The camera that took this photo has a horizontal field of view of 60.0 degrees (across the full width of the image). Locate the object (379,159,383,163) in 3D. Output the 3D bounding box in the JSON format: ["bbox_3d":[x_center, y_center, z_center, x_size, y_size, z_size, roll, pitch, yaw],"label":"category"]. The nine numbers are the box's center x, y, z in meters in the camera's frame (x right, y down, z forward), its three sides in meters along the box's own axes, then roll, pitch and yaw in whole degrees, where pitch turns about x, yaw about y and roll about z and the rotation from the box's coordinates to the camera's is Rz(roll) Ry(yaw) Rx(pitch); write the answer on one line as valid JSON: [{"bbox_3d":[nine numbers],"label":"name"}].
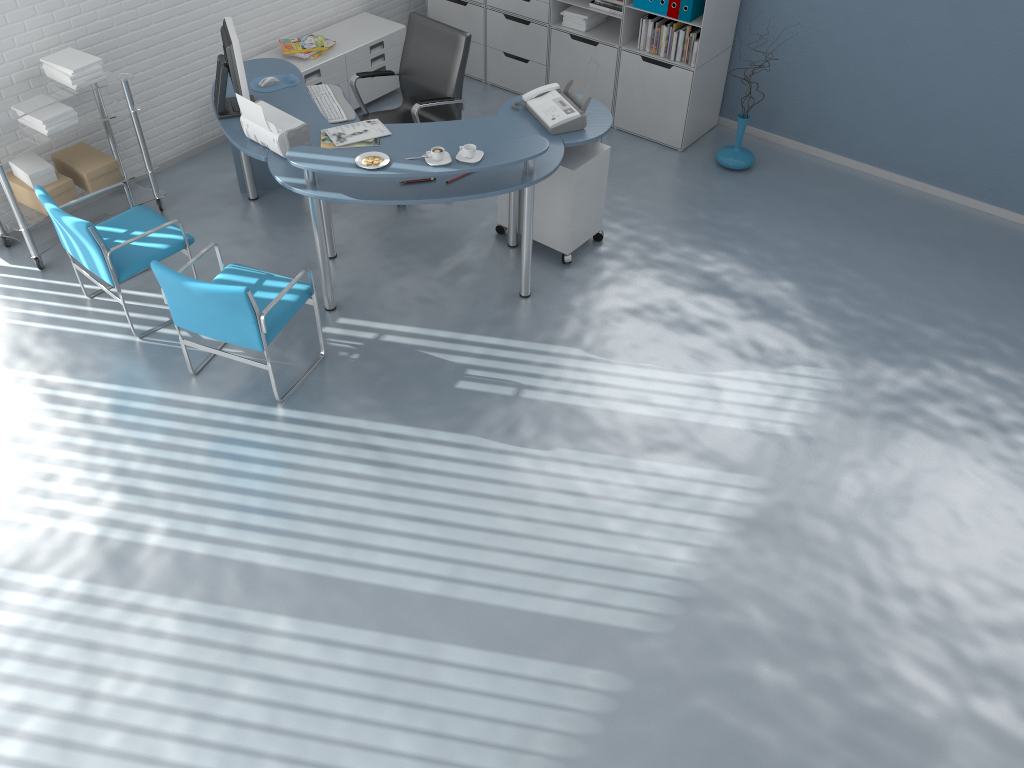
[{"bbox_3d":[-0.611,-1.035,4.112,0.025,0.005,0.027,19,46,18],"label":"object"}]

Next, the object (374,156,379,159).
[{"bbox_3d":[-0.632,-1.054,4.132,0.027,0.005,0.025,4,43,2],"label":"object"}]

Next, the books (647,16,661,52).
[{"bbox_3d":[0.946,-2.314,5.857,0.022,0.198,0.157,28,49,26],"label":"books"}]

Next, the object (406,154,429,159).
[{"bbox_3d":[-0.439,-1.060,4.136,0.119,0.021,0.025,-3,43,-5],"label":"object"}]

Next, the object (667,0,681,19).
[{"bbox_3d":[1.072,-2.458,5.589,0.082,0.247,0.181,28,49,26],"label":"object"}]

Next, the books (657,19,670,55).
[{"bbox_3d":[1.013,-2.281,5.827,0.032,0.193,0.146,28,49,26],"label":"books"}]

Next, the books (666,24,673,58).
[{"bbox_3d":[1.060,-2.256,5.794,0.017,0.203,0.155,28,49,26],"label":"books"}]

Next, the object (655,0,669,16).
[{"bbox_3d":[1.006,-2.493,5.625,0.082,0.247,0.181,28,49,26],"label":"object"}]

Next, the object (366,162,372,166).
[{"bbox_3d":[-0.658,-1.016,4.090,0.027,0.005,0.025,-10,44,-12],"label":"object"}]

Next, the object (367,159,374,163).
[{"bbox_3d":[-0.654,-1.031,4.100,0.027,0.005,0.025,32,51,29],"label":"object"}]

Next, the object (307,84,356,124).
[{"bbox_3d":[-1.055,-1.577,4.978,0.276,0.028,0.478,-15,45,-17],"label":"object"}]

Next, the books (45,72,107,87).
[{"bbox_3d":[-2.368,-1.685,4.815,0.270,0.015,0.190,26,48,24],"label":"books"}]

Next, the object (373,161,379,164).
[{"bbox_3d":[-0.627,-1.022,4.091,0.025,0.005,0.027,12,44,12],"label":"object"}]

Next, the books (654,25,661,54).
[{"bbox_3d":[0.989,-2.282,5.842,0.021,0.172,0.157,28,49,26],"label":"books"}]

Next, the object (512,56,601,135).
[{"bbox_3d":[0.249,-1.563,4.715,0.399,0.280,0.405,-15,45,-17],"label":"object"}]

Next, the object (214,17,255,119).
[{"bbox_3d":[-1.486,-1.642,4.650,0.212,0.417,0.365,-13,45,-15],"label":"object"}]

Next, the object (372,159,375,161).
[{"bbox_3d":[-0.641,-1.037,4.113,0.027,0.005,0.025,16,45,16],"label":"object"}]

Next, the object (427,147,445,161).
[{"bbox_3d":[-0.350,-1.067,4.118,0.078,0.049,0.062,20,46,19],"label":"object"}]

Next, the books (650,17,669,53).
[{"bbox_3d":[0.968,-2.304,5.843,0.032,0.203,0.157,28,49,26],"label":"books"}]

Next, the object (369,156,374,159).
[{"bbox_3d":[-0.652,-1.053,4.123,0.025,0.005,0.027,-4,43,-6],"label":"object"}]

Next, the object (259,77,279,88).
[{"bbox_3d":[-1.371,-1.709,5.002,0.115,0.035,0.054,-32,52,-30],"label":"object"}]

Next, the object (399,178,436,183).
[{"bbox_3d":[-0.453,-0.976,4.259,0.178,0.013,0.013,-9,44,-11],"label":"object"}]

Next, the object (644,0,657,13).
[{"bbox_3d":[0.939,-2.528,5.661,0.082,0.247,0.181,28,49,26],"label":"object"}]

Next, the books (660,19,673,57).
[{"bbox_3d":[1.035,-2.270,5.798,0.038,0.217,0.166,28,49,26],"label":"books"}]

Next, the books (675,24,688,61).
[{"bbox_3d":[1.125,-2.221,5.758,0.040,0.203,0.157,28,49,26],"label":"books"}]

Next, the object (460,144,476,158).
[{"bbox_3d":[-0.202,-1.088,4.145,0.062,0.049,0.078,-22,48,-23],"label":"object"}]

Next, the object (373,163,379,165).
[{"bbox_3d":[-0.629,-1.016,4.091,0.025,0.005,0.027,7,43,6],"label":"object"}]

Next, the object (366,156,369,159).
[{"bbox_3d":[-0.666,-1.052,4.129,0.027,0.005,0.025,4,43,3],"label":"object"}]

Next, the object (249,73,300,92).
[{"bbox_3d":[-1.352,-1.722,5.028,0.285,0.026,0.213,-29,51,-29],"label":"object"}]

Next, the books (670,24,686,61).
[{"bbox_3d":[1.091,-2.225,5.775,0.032,0.184,0.173,28,49,26],"label":"books"}]

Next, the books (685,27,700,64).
[{"bbox_3d":[1.175,-2.193,5.733,0.022,0.198,0.157,28,49,26],"label":"books"}]

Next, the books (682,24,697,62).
[{"bbox_3d":[1.159,-2.220,5.739,0.032,0.229,0.138,28,49,26],"label":"books"}]

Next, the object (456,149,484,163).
[{"bbox_3d":[-0.198,-1.066,4.156,0.119,0.016,0.119,12,44,11],"label":"object"}]

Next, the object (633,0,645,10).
[{"bbox_3d":[0.873,-2.564,5.697,0.082,0.247,0.181,28,49,26],"label":"object"}]

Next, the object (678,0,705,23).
[{"bbox_3d":[1.139,-2.422,5.553,0.082,0.247,0.181,28,49,26],"label":"object"}]

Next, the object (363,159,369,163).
[{"bbox_3d":[-0.675,-1.035,4.110,0.027,0.005,0.025,-7,44,-9],"label":"object"}]

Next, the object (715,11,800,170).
[{"bbox_3d":[1.541,-1.824,5.640,0.357,0.972,0.312,9,43,8],"label":"object"}]

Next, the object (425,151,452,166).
[{"bbox_3d":[-0.344,-1.047,4.131,0.119,0.016,0.119,-10,44,-12],"label":"object"}]

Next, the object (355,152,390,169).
[{"bbox_3d":[-0.646,-1.032,4.106,0.162,0.011,0.162,-6,43,-8],"label":"object"}]

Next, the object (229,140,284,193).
[{"bbox_3d":[-1.514,-1.469,5.575,0.471,0.422,0.199,-12,44,-14],"label":"object"}]

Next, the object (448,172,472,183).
[{"bbox_3d":[-0.237,-1.016,4.310,0.200,0.010,0.011,-32,52,-31],"label":"object"}]

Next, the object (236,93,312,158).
[{"bbox_3d":[-1.210,-1.319,4.416,0.392,0.273,0.197,32,51,29],"label":"object"}]

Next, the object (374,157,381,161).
[{"bbox_3d":[-0.624,-1.042,4.113,0.027,0.005,0.025,21,46,20],"label":"object"}]

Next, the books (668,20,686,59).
[{"bbox_3d":[1.075,-2.264,5.770,0.021,0.247,0.157,28,49,26],"label":"books"}]
